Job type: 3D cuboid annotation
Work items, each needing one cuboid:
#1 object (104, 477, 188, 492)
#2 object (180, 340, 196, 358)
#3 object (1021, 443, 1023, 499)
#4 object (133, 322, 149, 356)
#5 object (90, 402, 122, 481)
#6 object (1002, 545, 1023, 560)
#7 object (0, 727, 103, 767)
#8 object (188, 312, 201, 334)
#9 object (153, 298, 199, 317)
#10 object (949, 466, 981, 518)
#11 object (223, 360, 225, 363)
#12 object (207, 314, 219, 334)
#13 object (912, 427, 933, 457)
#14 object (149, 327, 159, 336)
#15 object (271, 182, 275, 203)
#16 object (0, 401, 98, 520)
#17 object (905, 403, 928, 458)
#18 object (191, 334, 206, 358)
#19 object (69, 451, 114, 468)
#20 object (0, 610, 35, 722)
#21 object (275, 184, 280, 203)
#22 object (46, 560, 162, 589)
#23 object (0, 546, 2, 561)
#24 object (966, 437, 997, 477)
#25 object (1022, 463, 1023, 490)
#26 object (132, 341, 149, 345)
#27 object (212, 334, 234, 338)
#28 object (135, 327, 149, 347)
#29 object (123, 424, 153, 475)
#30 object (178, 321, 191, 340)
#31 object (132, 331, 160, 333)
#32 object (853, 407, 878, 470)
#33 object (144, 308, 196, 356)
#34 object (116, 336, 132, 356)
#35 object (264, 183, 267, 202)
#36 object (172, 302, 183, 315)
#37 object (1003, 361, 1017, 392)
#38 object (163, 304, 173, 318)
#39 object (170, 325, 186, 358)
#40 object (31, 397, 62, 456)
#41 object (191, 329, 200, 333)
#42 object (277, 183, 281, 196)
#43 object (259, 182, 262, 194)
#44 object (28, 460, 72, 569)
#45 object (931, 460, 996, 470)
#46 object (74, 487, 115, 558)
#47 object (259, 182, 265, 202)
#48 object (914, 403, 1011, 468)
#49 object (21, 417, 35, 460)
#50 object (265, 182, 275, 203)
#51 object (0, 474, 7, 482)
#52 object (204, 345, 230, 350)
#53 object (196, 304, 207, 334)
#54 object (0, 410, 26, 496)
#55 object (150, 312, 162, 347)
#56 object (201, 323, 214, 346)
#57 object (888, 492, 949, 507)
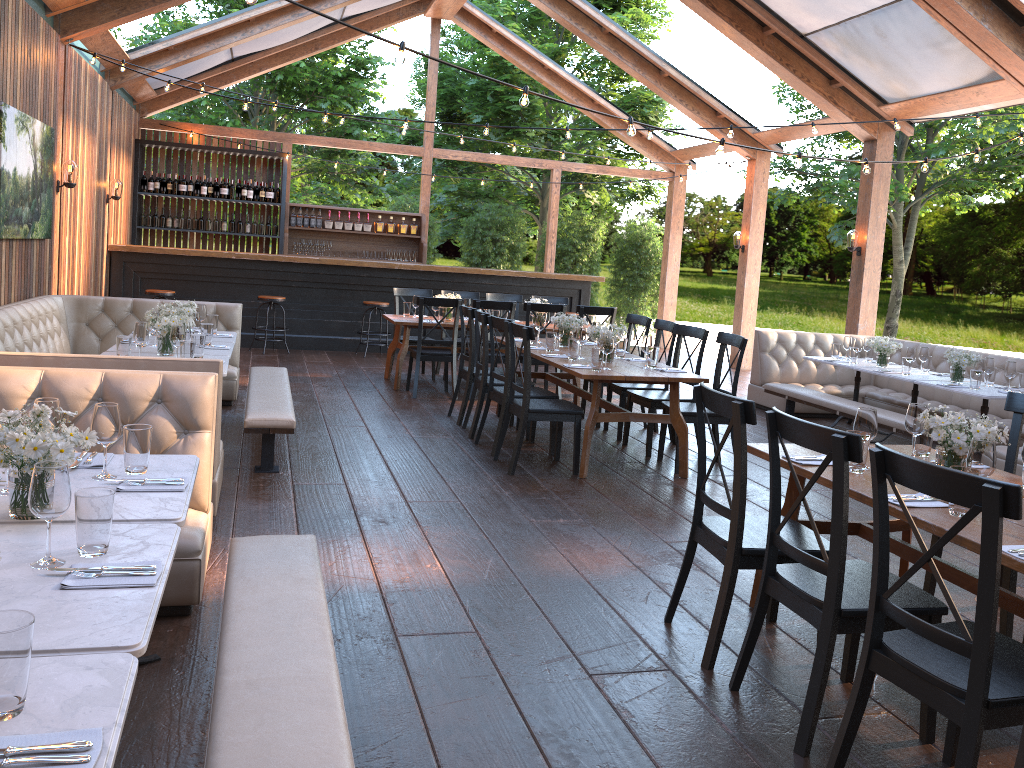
[{"bbox_3d":[-1.173,0.316,2.833,0.255,0.019,0.159,2,8,-16],"label":"object"},{"bbox_3d":[-1.986,-0.184,5.411,0.092,0.157,0.092,1,6,-29],"label":"object"},{"bbox_3d":[1.920,0.302,3.254,0.092,0.243,0.093,3,5,-13],"label":"object"},{"bbox_3d":[-2.308,-0.263,5.504,0.092,0.243,0.092,7,6,32],"label":"object"},{"bbox_3d":[-1.322,0.186,2.877,0.092,0.243,0.093,3,5,-13],"label":"object"},{"bbox_3d":[1.557,0.490,2.582,0.255,0.019,0.159,2,8,-16],"label":"object"},{"bbox_3d":[-0.757,0.562,1.326,0.255,0.019,0.159,2,8,-16],"label":"object"},{"bbox_3d":[-2.322,-0.401,6.453,0.092,0.243,0.092,6,5,26],"label":"object"},{"bbox_3d":[-2.548,-0.497,6.779,0.329,0.308,0.338,-2,9,-41],"label":"object"},{"bbox_3d":[1.500,0.360,2.944,0.092,0.157,0.092,9,7,40],"label":"object"},{"bbox_3d":[-1.973,-0.150,5.665,0.255,0.019,0.159,2,8,-16],"label":"object"},{"bbox_3d":[-2.474,-0.492,7.306,0.092,0.157,0.092,1,6,-29],"label":"object"},{"bbox_3d":[1.827,0.240,3.934,0.092,0.157,0.092,6,6,20],"label":"object"},{"bbox_3d":[-2.794,-0.457,6.908,0.092,0.157,0.092,1,6,-29],"label":"object"},{"bbox_3d":[-3.782,-3.017,13.952,0.087,0.332,0.088,1,6,-36],"label":"object"},{"bbox_3d":[-1.327,0.215,2.447,0.336,0.308,0.331,4,6,1],"label":"object"},{"bbox_3d":[1.739,0.208,3.814,0.092,0.243,0.093,3,5,-13],"label":"object"},{"bbox_3d":[-2.058,-0.245,5.799,0.092,0.157,0.092,1,6,-29],"label":"object"},{"bbox_3d":[-1.475,0.263,3.053,0.157,0.019,0.257,2,8,-16],"label":"object"},{"bbox_3d":[-0.841,0.467,1.460,0.092,0.157,0.092,1,6,-29],"label":"object"},{"bbox_3d":[-3.662,-2.976,13.829,0.075,0.301,0.076,4,5,1],"label":"object"},{"bbox_3d":[-0.956,0.441,2.070,0.255,0.019,0.159,2,8,-16],"label":"object"},{"bbox_3d":[-1.069,0.366,1.527,0.336,0.308,0.331,4,6,-4],"label":"object"},{"bbox_3d":[1.609,0.309,3.042,0.092,0.243,0.092,6,5,26],"label":"object"},{"bbox_3d":[1.996,0.333,3.377,0.092,0.157,0.092,5,5,10],"label":"object"},{"bbox_3d":[-2.687,-0.296,6.333,0.255,0.019,0.159,2,8,-16],"label":"object"},{"bbox_3d":[-2.389,-0.396,7.172,0.255,0.019,0.159,2,8,-16],"label":"object"},{"bbox_3d":[-2.593,-0.339,6.189,0.092,0.157,0.092,1,6,-29],"label":"object"},{"bbox_3d":[-1.258,0.220,2.967,0.092,0.157,0.092,1,6,-29],"label":"object"},{"bbox_3d":[-2.122,-0.280,5.709,0.092,0.243,0.092,7,6,32],"label":"object"},{"bbox_3d":[-2.888,-0.414,7.053,0.255,0.019,0.159,2,8,-16],"label":"object"},{"bbox_3d":[1.426,0.220,3.581,0.092,0.243,0.093,5,5,9],"label":"object"},{"bbox_3d":[-2.273,-0.346,5.871,0.329,0.308,0.338,5,7,6],"label":"object"},{"bbox_3d":[-2.378,-0.213,5.421,0.092,0.157,0.092,1,6,-29],"label":"object"},{"bbox_3d":[-3.877,-3.007,13.911,0.077,0.307,0.078,1,6,-37],"label":"object"},{"bbox_3d":[-2.737,-0.542,7.226,0.092,0.243,0.092,6,5,26],"label":"object"},{"bbox_3d":[4.062,-0.061,7.216,0.092,0.243,0.092,7,6,32],"label":"object"},{"bbox_3d":[-2.724,-0.507,6.992,0.092,0.243,0.092,6,5,26],"label":"object"},{"bbox_3d":[-2.069,-0.242,5.474,0.092,0.243,0.092,7,6,32],"label":"object"},{"bbox_3d":[-1.520,0.170,2.887,0.092,0.243,0.092,7,6,32],"label":"object"},{"bbox_3d":[-2.691,-0.449,7.392,0.157,0.019,0.257,2,8,-16],"label":"object"},{"bbox_3d":[-3.686,-3.003,13.936,0.081,0.322,0.081,1,6,-37],"label":"object"},{"bbox_3d":[-3.940,-2.999,13.842,0.077,0.305,0.077,4,5,0],"label":"object"},{"bbox_3d":[-1.105,0.311,2.114,0.092,0.243,0.092,7,6,32],"label":"object"},{"bbox_3d":[1.906,0.339,3.774,0.255,0.019,0.159,2,8,-16],"label":"object"},{"bbox_3d":[-1.041,0.346,2.204,0.092,0.157,0.092,1,6,-29],"label":"object"},{"bbox_3d":[-3.879,-2.983,13.740,0.078,0.310,0.078,2,5,-21],"label":"object"},{"bbox_3d":[1.701,0.236,3.376,0.330,0.308,0.337,7,7,21],"label":"object"},{"bbox_3d":[-1.610,0.197,2.957,0.092,0.157,0.092,6,6,20],"label":"object"},{"bbox_3d":[-3.778,-2.987,13.810,0.136,0.314,0.137,3,5,-9],"label":"object"},{"bbox_3d":[-1.672,0.298,2.714,0.255,0.019,0.159,2,8,-16],"label":"object"},{"bbox_3d":[-2.173,-0.271,6.409,0.255,0.019,0.159,2,8,-16],"label":"object"},{"bbox_3d":[-2.538,-0.526,7.216,0.092,0.243,0.092,6,5,26],"label":"object"},{"bbox_3d":[-1.507,0.205,2.653,0.092,0.243,0.092,7,6,32],"label":"object"},{"bbox_3d":[-2.523,-0.389,6.272,0.092,0.243,0.092,6,5,26],"label":"object"},{"bbox_3d":[-2.258,-0.366,6.543,0.092,0.157,0.092,1,6,-29],"label":"object"},{"bbox_3d":[1.420,0.402,3.099,0.255,0.019,0.159,2,8,-16],"label":"object"}]
